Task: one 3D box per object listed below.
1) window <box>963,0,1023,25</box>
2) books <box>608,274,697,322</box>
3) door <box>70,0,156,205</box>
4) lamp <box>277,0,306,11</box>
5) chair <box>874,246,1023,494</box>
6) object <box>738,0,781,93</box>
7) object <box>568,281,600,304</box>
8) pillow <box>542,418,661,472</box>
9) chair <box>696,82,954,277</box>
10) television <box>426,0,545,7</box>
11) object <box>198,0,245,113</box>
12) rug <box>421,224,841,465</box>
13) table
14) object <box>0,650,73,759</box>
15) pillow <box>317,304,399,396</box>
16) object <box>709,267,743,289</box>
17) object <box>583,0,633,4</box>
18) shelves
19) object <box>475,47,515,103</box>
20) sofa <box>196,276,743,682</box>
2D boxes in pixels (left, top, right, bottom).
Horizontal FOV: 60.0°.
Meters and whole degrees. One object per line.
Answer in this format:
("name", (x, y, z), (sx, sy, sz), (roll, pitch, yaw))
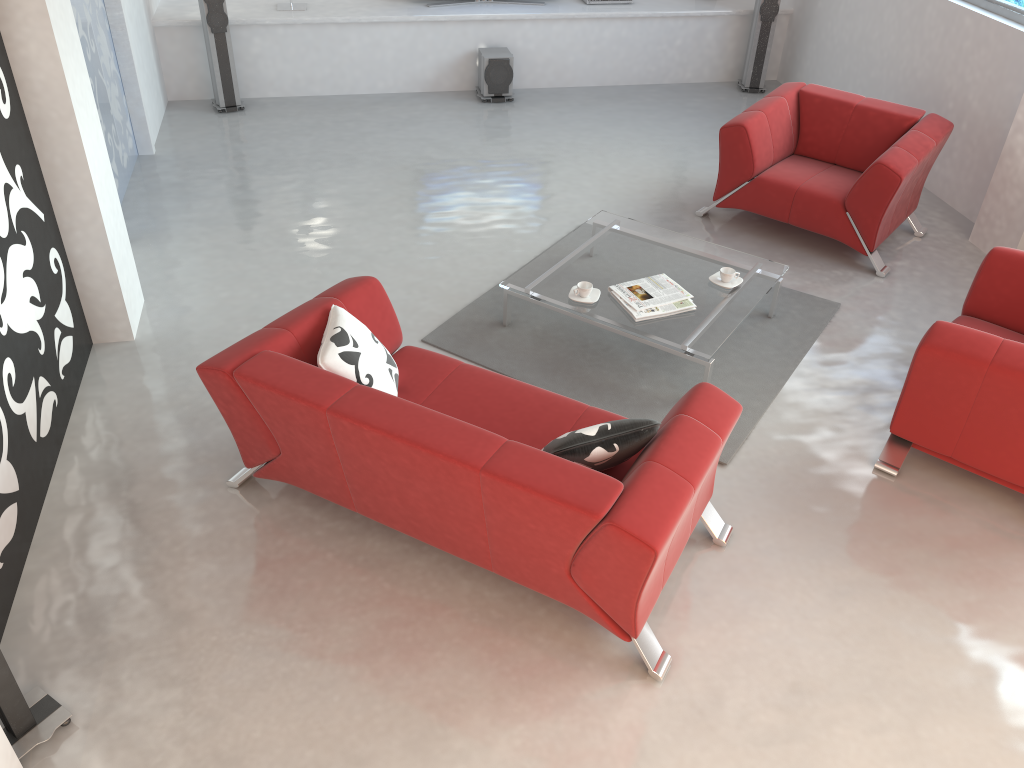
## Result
("window", (3.147, -3.362, 5.548), (0.100, 1.800, 2.400), (-5, 37, -10))
("books", (0.706, -0.444, 4.466), (0.367, 0.035, 0.345), (-12, 39, -18))
("door", (-2.550, -2.276, 5.152), (0.240, 2.550, 1.600), (-5, 37, -10))
("lamp", (-1.836, -3.674, 7.105), (0.263, 1.239, 0.263), (-11, 38, -17))
("chair", (2.346, -0.042, 3.909), (0.951, 0.738, 1.288), (26, 43, 29))
("object", (2.224, -3.201, 7.827), (0.255, 1.184, 0.273), (3, 36, 2))
("object", (0.365, -0.466, 4.448), (0.153, 0.069, 0.153), (10, 37, 11))
("pillow", (0.276, 0.236, 3.118), (0.402, 0.343, 0.288), (-10, 38, -16))
("chair", (2.014, -1.375, 5.706), (1.288, 0.738, 0.951), (26, 43, 29))
("television", (-0.231, -3.749, 7.565), (1.356, 0.919, 0.343), (-5, 37, -10))
("object", (-2.326, -2.768, 6.990), (0.255, 1.184, 0.273), (-15, 40, -22))
("rug", (0.701, -0.340, 4.841), (1.700, 0.025, 1.700), (23, 41, 25))
("table", (0.713, -0.463, 4.763), (1.162, 0.286, 1.097), (23, 41, 25))
("object", (-1.505, 0.646, 2.446), (0.214, 1.112, 0.229), (23, 41, 25))
("pillow", (-0.598, -0.070, 3.487), (0.288, 0.343, 0.402), (-1, 36, -4))
("object", (1.117, -0.560, 4.618), (0.153, 0.069, 0.153), (32, 45, 34))
("object", (0.839, -3.506, 8.019), (0.430, 0.045, 0.352), (-5, 37, -10))
("shelves", (-0.218, -3.291, 7.761), (5.500, 0.050, 0.650), (-5, 37, -10))
("object", (-0.145, -2.669, 7.657), (0.336, 0.374, 0.337), (-5, 37, -10))
("sofa", (-0.151, 0.229, 3.404), (1.929, 0.738, 0.951), (19, 39, 21))
